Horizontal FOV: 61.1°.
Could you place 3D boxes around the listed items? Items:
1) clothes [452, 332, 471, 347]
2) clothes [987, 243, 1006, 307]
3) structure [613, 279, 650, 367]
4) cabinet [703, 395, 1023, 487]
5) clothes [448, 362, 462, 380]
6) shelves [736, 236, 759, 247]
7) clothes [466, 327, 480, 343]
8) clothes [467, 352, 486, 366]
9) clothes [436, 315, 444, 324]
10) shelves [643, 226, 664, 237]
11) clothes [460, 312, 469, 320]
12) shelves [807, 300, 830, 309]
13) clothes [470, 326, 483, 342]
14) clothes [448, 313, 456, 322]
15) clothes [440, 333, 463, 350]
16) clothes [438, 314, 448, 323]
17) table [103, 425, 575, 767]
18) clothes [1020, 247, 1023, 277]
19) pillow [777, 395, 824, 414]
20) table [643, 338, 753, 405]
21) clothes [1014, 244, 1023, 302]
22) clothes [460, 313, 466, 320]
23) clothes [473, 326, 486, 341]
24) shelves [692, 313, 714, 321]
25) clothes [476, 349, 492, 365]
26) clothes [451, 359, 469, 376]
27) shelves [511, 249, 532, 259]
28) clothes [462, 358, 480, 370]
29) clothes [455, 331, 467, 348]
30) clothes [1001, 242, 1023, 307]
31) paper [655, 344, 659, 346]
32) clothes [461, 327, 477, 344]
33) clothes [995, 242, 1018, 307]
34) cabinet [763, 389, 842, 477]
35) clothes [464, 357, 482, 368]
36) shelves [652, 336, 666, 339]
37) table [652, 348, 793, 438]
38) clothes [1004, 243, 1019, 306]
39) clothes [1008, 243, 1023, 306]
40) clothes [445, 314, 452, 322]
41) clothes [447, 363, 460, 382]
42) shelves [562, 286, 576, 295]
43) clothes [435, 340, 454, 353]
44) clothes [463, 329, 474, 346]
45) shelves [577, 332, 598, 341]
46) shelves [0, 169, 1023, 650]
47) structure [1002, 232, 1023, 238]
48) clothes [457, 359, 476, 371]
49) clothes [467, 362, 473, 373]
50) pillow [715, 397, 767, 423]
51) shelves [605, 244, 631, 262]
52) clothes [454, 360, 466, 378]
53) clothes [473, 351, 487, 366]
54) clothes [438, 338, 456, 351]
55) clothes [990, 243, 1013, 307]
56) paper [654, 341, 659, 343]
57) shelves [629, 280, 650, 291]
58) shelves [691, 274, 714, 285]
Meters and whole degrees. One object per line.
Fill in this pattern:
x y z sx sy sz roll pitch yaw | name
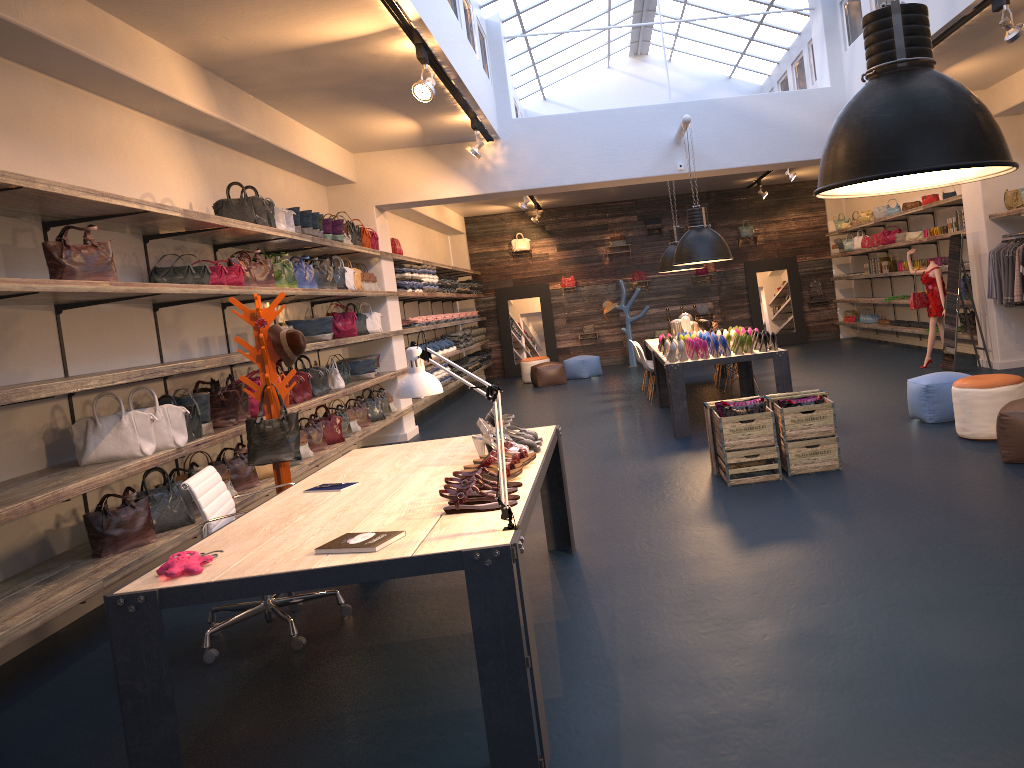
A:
-0.942 -0.801 15.692 0.385 0.302 0.341 -7 4 -10 | clothes
6.200 -1.368 10.905 0.546 0.813 0.121 -7 2 -3 | clothes
2.427 -1.257 17.844 0.901 1.804 0.185 -5 3 26 | structure
2.775 0.326 6.380 2.699 0.547 0.773 -5 4 13 | cabinet
-1.005 -0.213 14.502 0.377 0.298 0.312 -7 4 -10 | clothes
5.129 -3.101 18.883 0.454 0.177 0.244 -7 4 -1 | shelves
-0.820 -0.970 17.194 0.330 0.341 0.402 -6 4 9 | clothes
-0.698 -0.483 17.247 0.368 0.298 0.330 -6 4 4 | clothes
-1.281 -1.027 14.000 0.333 0.159 0.336 -5 5 23 | clothes
3.068 -3.289 18.752 0.454 0.178 0.244 -7 4 -1 | shelves
-0.988 -1.283 16.516 0.324 0.154 0.348 -7 4 -3 | clothes
6.720 -1.738 19.027 0.454 0.157 0.244 -7 4 -1 | shelves
-0.773 -1.013 17.635 0.330 0.341 0.402 -6 4 9 | clothes
-1.145 -1.140 15.056 0.324 0.154 0.348 -7 4 -3 | clothes
-1.027 -0.724 14.902 0.385 0.302 0.341 -7 4 -10 | clothes
-1.223 -1.069 14.335 0.324 0.154 0.348 -7 4 -3 | clothes
-0.421 0.802 3.883 1.232 0.739 2.550 -6 5 5 | table
6.147 -1.275 10.047 0.567 0.793 0.123 -7 2 -1 | clothes
2.211 0.240 6.654 0.309 0.318 0.460 -6 4 4 | pillow
2.592 -0.272 12.428 1.232 0.739 2.550 -6 5 5 | table
6.160 -1.295 10.156 0.680 0.795 0.174 -7 2 -3 | clothes
-1.046 -1.241 16.181 0.333 0.159 0.336 -5 5 23 | clothes
-0.725 -1.057 18.077 0.330 0.341 0.402 -6 4 9 | clothes
4.167 -1.433 18.878 0.454 0.183 0.244 -7 4 -1 | shelves
-0.624 -0.562 18.068 0.363 0.298 0.653 -6 4 6 | clothes
-0.935 -0.277 15.157 0.346 0.298 0.313 -6 4 8 | clothes
0.210 -2.774 18.596 0.454 0.157 0.244 -7 4 -1 | shelves
-0.854 -0.376 16.465 0.404 0.251 0.358 -6 4 11 | clothes
-0.997 -0.767 15.280 0.403 0.317 0.347 -7 4 -12 | clothes
6.196 -1.344 10.539 0.539 0.799 0.186 -7 2 -6 | clothes
2.292 -0.584 12.041 0.305 0.014 0.787 -2 7 43 | paper
-0.868 -0.927 16.752 0.330 0.341 0.402 -6 4 9 | clothes
6.213 -1.360 10.700 0.539 0.799 0.186 -7 2 -6 | clothes
2.236 0.363 6.657 0.471 0.547 0.558 -7 4 3 | cabinet
-0.810 -0.415 16.862 0.419 0.251 0.345 -7 4 -1 | clothes
3.281 -0.946 18.837 0.454 0.157 0.244 -7 4 -1 | shelves
2.318 -0.022 9.882 1.232 0.739 2.550 -6 5 5 | table
6.170 -1.320 10.386 0.657 0.752 0.128 -7 2 -1 | clothes
6.159 -1.310 10.288 0.657 0.752 0.128 -7 2 -1 | clothes
-1.204 -1.098 14.721 0.333 0.159 0.336 -5 5 23 | clothes
-1.029 -0.182 14.176 0.368 0.298 0.330 -6 4 4 | clothes
1.239 -2.005 18.680 0.305 0.157 0.245 -6 4 1 | shelves
-1.217 -0.595 14.056 0.405 0.240 0.449 -5 4 18 | clothes
-0.912 -0.845 16.070 0.403 0.317 0.347 -7 4 -12 | clothes
1.644 -1.029 18.737 0.454 0.143 0.244 -7 4 -1 | shelves
2.274 -0.898 10.400 8.624 2.224 16.913 -6 5 5 | shelves
5.711 -1.427 6.595 0.038 0.039 8.759 -6 5 7 | structure
-0.898 -0.335 16.048 0.419 0.251 0.345 -7 4 -1 | clothes
-0.942 -0.296 15.652 0.404 0.251 0.358 -6 4 11 | clothes
1.723 0.271 6.527 0.357 0.348 0.437 -6 4 3 | pillow
2.306 -2.821 18.719 0.562 0.316 0.244 -7 3 -2 | shelves
-0.970 -0.245 14.829 0.353 0.298 0.307 -7 4 2 | clothes
-0.674 -0.514 17.573 0.377 0.298 0.312 -7 4 -10 | clothes
-1.173 -0.634 14.457 0.425 0.240 0.429 -6 4 2 | clothes
6.193 -1.361 10.838 0.546 0.813 0.121 -7 2 -3 | clothes
2.288 -0.647 12.783 0.324 0.014 0.746 -5 5 14 | paper
2.772 -2.121 18.769 0.454 0.210 0.244 -7 4 -1 | shelves
4.151 -2.271 18.871 0.498 0.184 0.201 -7 4 -2 | shelves
